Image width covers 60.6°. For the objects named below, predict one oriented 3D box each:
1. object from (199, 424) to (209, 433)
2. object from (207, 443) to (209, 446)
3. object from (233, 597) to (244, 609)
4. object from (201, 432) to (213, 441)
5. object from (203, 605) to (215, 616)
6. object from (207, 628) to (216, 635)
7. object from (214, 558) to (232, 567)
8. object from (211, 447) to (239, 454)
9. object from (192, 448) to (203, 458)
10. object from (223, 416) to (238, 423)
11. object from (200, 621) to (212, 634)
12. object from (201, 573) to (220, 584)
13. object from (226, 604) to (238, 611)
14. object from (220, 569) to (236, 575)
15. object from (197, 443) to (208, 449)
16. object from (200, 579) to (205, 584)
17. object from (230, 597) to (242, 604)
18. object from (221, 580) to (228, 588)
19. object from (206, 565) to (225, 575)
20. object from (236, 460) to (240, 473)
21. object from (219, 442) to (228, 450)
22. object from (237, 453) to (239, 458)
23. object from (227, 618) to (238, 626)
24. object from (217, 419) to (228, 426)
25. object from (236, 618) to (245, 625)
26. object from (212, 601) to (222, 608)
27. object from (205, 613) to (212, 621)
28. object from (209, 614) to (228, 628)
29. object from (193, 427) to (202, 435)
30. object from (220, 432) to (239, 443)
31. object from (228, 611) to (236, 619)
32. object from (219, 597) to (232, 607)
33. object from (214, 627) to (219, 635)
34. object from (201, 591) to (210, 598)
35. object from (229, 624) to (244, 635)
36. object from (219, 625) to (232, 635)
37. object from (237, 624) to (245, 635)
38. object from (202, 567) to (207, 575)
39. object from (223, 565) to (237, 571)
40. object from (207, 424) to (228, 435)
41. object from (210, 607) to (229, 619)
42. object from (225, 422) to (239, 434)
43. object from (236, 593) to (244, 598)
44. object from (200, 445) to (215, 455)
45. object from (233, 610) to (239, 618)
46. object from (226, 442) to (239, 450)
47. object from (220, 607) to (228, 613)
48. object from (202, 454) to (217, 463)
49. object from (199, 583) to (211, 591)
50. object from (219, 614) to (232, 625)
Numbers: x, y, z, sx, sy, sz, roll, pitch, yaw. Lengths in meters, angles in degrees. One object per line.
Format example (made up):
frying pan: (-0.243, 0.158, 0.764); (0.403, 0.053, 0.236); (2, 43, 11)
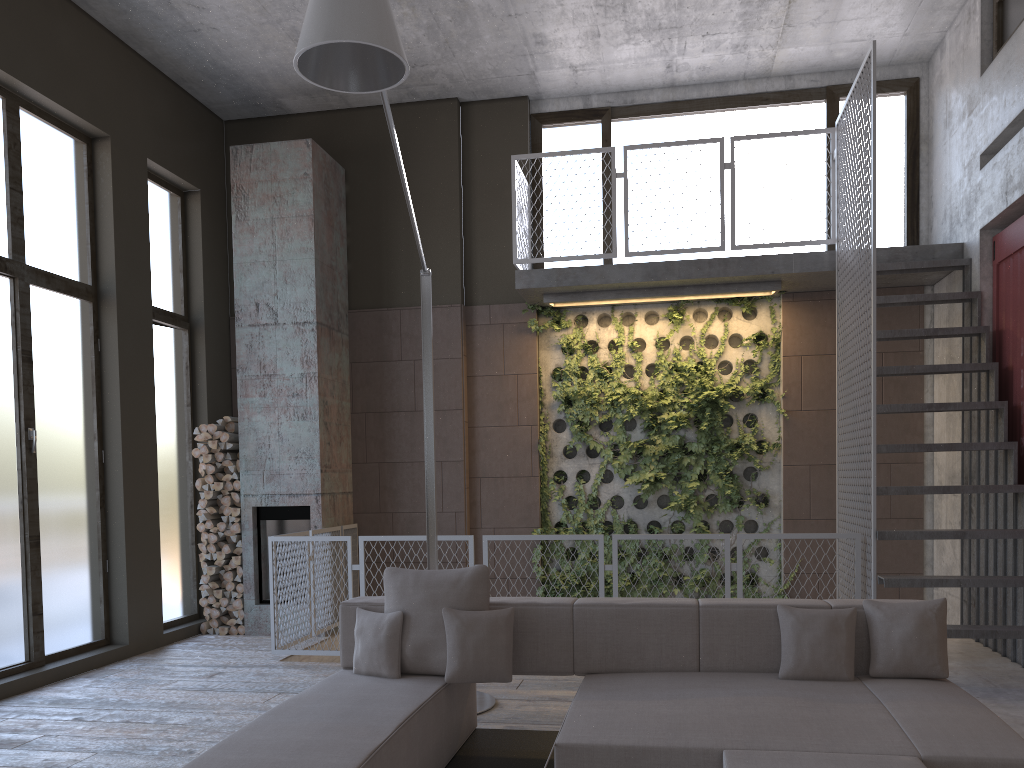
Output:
object: (-2.858, 0.445, 8.451); (0.091, 0.090, 0.457); (-1, -6, 9)
object: (-2.826, 0.580, 8.522); (0.071, 0.071, 0.424); (-1, -6, 10)
object: (-2.553, 2.080, 8.376); (0.101, 0.102, 0.293); (-1, -5, 9)
object: (-2.821, 0.513, 8.407); (0.113, 0.079, 0.437); (-2, -6, 10)
object: (-2.875, 2.188, 8.525); (0.101, 0.102, 0.293); (-1, -5, 12)
object: (-2.840, 2.376, 8.551); (0.067, 0.067, 0.424); (-1, -6, 10)
object: (-2.717, 1.708, 8.477); (0.115, 0.079, 0.437); (-2, -6, 10)
object: (-2.738, 0.645, 8.433); (0.115, 0.079, 0.437); (-2, -6, 10)
object: (-2.926, 0.669, 8.443); (0.091, 0.092, 0.439); (-1, -6, 10)
object: (-2.656, 0.349, 8.429); (0.087, 0.055, 0.333); (-2, -6, 10)
object: (-2.911, 2.347, 8.526); (0.064, 0.125, 0.365); (-1, -5, 9)
object: (-2.848, 1.866, 8.511); (0.091, 0.089, 0.457); (-1, -6, 12)
object: (-2.617, 2.139, 8.483); (0.122, 0.067, 0.365); (-2, -6, 11)
object: (-2.712, 1.801, 8.489); (0.064, 0.074, 0.360); (-1, -6, 12)
object: (-2.899, 0.602, 8.452); (0.066, 0.086, 0.427); (-1, -6, 8)
object: (-2.901, 1.891, 8.552); (0.067, 0.071, 0.424); (-1, -6, 11)
object: (-2.609, 2.075, 8.506); (0.067, 0.071, 0.424); (-1, -6, 9)
object: (-2.691, 1.926, 8.536); (0.101, 0.086, 0.364); (-2, -6, 11)
object: (-2.786, 1.781, 8.469); (0.093, 0.083, 0.481); (-1, -6, 10)
object: (-2.536, 0.789, 8.426); (0.064, 0.126, 0.365); (-1, -5, 9)
object: (-2.678, 0.602, 8.407); (0.067, 0.066, 0.424); (-1, -6, 10)
object: (-2.542, 0.692, 8.494); (0.100, 0.102, 0.293); (-1, -5, 12)
object: (-2.618, 2.289, 8.528); (0.115, 0.079, 0.437); (-2, -6, 10)
object: (-2.721, 0.386, 8.417); (0.065, 0.073, 0.360); (-1, -6, 9)
object: (-2.546, 2.260, 8.495); (0.071, 0.072, 0.424); (-1, -6, 10)
object: (-2.781, 2.116, 8.490); (0.089, 0.056, 0.333); (-2, -6, 10)
object: (-2.872, 2.227, 8.441); (0.045, 0.072, 0.252); (-1, -5, 10)
object: (-2.797, 2.297, 8.546); (0.092, 0.093, 0.439); (-1, -6, 10)
object: (-2.925, 0.459, 8.434); (0.067, 0.069, 0.424); (-1, -6, 9)
object: (-2.642, 0.520, 8.390); (0.093, 0.093, 0.439); (-1, -6, 10)
object: (-2.654, 2.225, 8.577); (0.104, 0.102, 0.293); (-1, -5, 10)
object: (-2.682, 2.084, 8.490); (0.091, 0.089, 0.457); (-1, -6, 9)
object: (-2.760, 2.375, 8.536); (0.067, 0.067, 0.424); (-1, -6, 10)
object: (-2.878, 2.030, 8.538); (0.067, 0.085, 0.426); (-1, -6, 13)
object: (-2.601, 2.360, 8.523); (0.091, 0.089, 0.457); (-1, -6, 10)
object: (-2.687, 2.362, 8.520); (0.093, 0.083, 0.481); (-1, -6, 10)
object: (-2.516, 2.349, 8.503); (0.091, 0.092, 0.439); (-1, -6, 10)
object: (-2.859, 1.794, 8.485); (0.067, 0.067, 0.424); (-1, -6, 10)
object: (-2.658, 1.757, 8.451); (0.089, 0.056, 0.333); (-2, -6, 11)
object: (-2.783, 0.439, 8.352); (0.104, 0.103, 0.293); (-1, -5, 10)
object: (-2.790, 2.189, 8.464); (0.098, 0.107, 0.295); (-1, -5, 11)
object: (-2.647, 0.429, 8.462); (0.099, 0.107, 0.295); (-1, -5, 11)
object: (-2.546, 2.004, 8.371); (0.063, 0.048, 0.251); (-2, -6, 9)
object: (-2.842, 0.641, 8.421); (0.091, 0.089, 0.457); (-1, -6, 10)
object: (-2.578, 2.205, 8.491); (0.067, 0.085, 0.426); (-1, -6, 8)
object: (-2.599, 0.598, 8.392); (0.066, 0.067, 0.424); (-1, -6, 10)
object: (-2.716, 2.156, 8.506); (0.064, 0.074, 0.360); (-1, -6, 9)
object: (-2.807, 0.718, 8.425); (0.093, 0.083, 0.481); (-1, -6, 10)
object: (-2.896, 1.956, 8.526); (0.122, 0.067, 0.365); (-2, -6, 9)
object: (-2.716, 2.281, 8.557); (0.101, 0.086, 0.364); (-1, -6, 10)
